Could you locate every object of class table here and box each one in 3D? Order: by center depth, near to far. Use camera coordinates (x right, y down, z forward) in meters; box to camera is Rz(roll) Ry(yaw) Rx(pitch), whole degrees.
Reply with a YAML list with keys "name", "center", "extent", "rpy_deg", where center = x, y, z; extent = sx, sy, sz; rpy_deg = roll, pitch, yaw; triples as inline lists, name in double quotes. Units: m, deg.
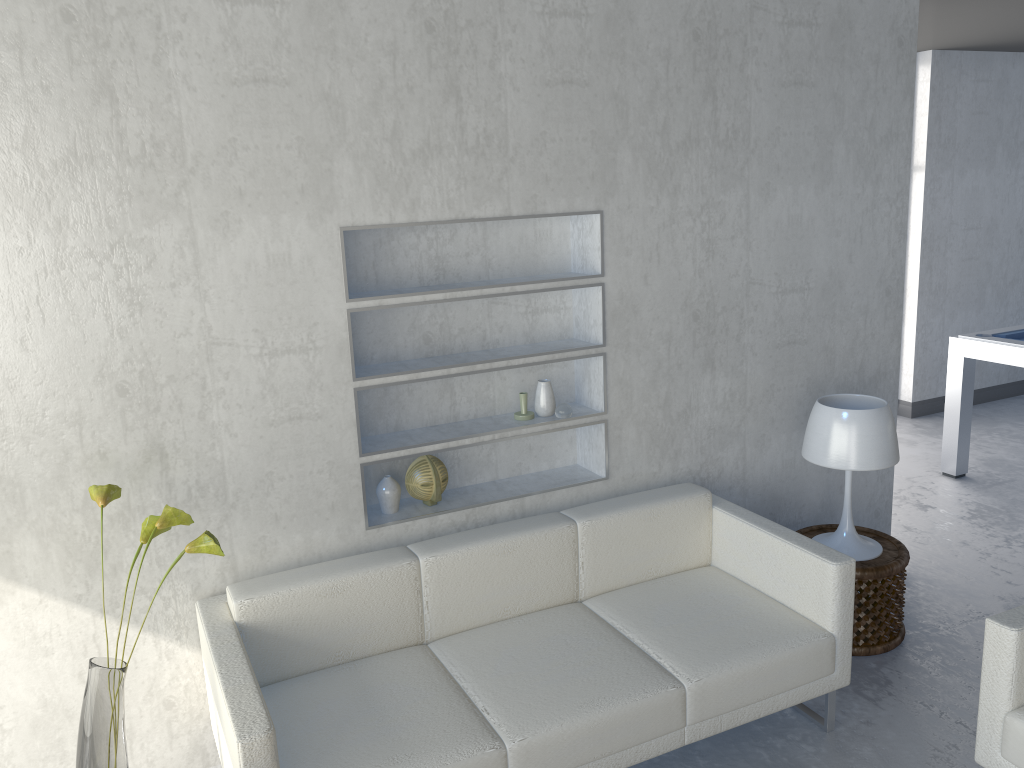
- name: "table"
  center: [1.305, 0.797, 3.480]
  extent: [0.452, 0.358, 0.452]
  rpy_deg: [8, 17, 39]
- name: "table"
  center: [3.470, 0.215, 4.411]
  extent: [1.180, 0.835, 2.095]
  rpy_deg: [-9, 14, -24]

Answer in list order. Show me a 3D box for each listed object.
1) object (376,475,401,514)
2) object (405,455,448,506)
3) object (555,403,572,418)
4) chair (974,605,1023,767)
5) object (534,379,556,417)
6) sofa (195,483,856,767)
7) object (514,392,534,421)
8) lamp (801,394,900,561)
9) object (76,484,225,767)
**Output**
- name: "object"
  center: [-0.425, 0.379, 3.063]
  extent: [0.086, 0.128, 0.086]
  rpy_deg: [-6, 13, -14]
- name: "object"
  center: [-0.281, 0.338, 3.096]
  extent: [0.163, 0.179, 0.088]
  rpy_deg: [-12, 16, -34]
- name: "object"
  center: [0.188, 0.094, 3.234]
  extent: [0.064, 0.050, 0.064]
  rpy_deg: [-7, 14, -19]
- name: "chair"
  center: [1.786, 0.895, 2.258]
  extent: [0.821, 0.662, 0.748]
  rpy_deg: [-9, 14, -24]
- name: "object"
  center: [0.121, 0.050, 3.256]
  extent: [0.079, 0.130, 0.079]
  rpy_deg: [-9, 14, -26]
- name: "sofa"
  center: [0.072, 0.856, 2.778]
  extent: [1.881, 0.658, 0.821]
  rpy_deg: [-9, 14, -24]
- name: "object"
  center: [0.043, 0.079, 3.230]
  extent: [0.074, 0.094, 0.074]
  rpy_deg: [4, 15, 28]
- name: "lamp"
  center: [1.283, 0.349, 3.377]
  extent: [0.347, 0.582, 0.347]
  rpy_deg: [6, 15, 32]
- name: "object"
  center: [-0.925, 0.805, 2.333]
  extent: [0.400, 1.051, 0.387]
  rpy_deg: [-2, 13, 3]
